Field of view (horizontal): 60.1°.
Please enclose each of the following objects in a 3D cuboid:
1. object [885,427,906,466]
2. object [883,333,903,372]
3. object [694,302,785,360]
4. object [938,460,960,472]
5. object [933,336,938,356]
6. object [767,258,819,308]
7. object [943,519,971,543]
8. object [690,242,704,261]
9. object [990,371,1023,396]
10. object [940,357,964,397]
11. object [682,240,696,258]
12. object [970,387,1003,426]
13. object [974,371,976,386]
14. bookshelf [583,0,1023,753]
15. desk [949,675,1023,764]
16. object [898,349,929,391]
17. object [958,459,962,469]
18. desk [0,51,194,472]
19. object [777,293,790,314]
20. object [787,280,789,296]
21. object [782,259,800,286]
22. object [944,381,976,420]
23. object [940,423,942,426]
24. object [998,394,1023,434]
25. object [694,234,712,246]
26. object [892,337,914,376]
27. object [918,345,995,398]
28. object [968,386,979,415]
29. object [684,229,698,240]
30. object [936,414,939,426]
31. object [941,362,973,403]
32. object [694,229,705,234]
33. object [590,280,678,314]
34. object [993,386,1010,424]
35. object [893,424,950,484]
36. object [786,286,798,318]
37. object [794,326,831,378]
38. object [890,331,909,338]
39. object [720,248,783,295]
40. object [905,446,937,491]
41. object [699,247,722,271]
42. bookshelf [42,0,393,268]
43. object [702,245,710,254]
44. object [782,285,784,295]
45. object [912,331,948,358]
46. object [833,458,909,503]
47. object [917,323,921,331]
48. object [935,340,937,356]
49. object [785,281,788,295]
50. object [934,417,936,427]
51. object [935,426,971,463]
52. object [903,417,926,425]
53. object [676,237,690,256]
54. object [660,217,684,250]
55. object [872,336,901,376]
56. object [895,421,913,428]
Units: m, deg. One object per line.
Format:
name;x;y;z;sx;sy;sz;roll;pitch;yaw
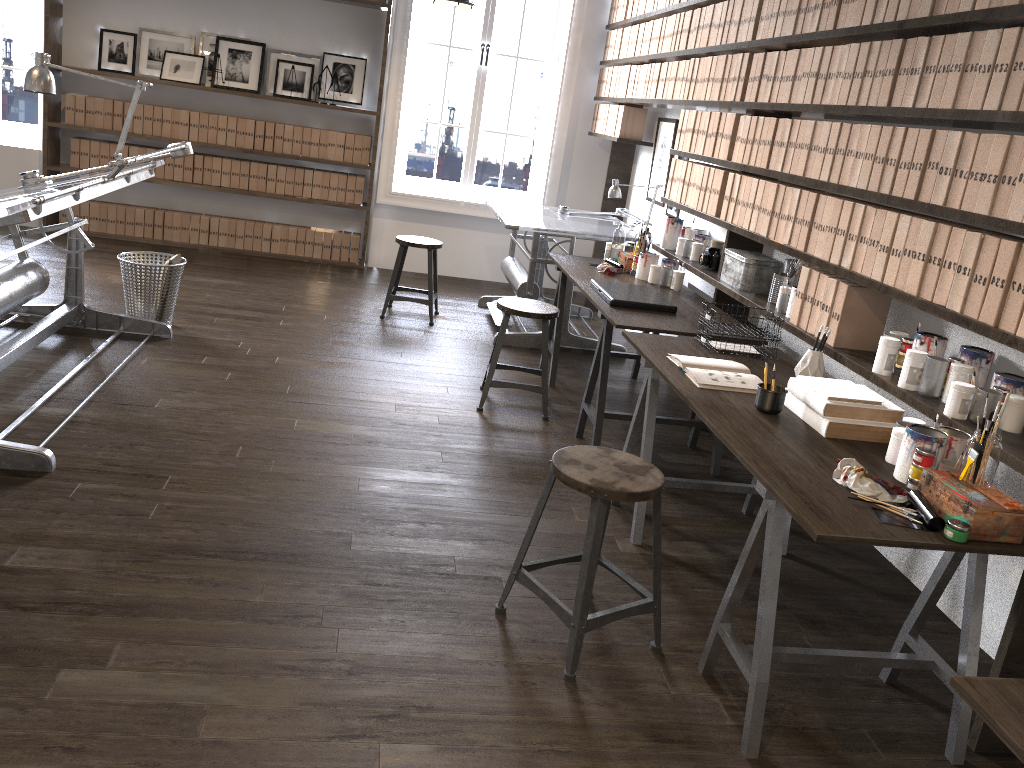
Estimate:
object;1.049;0.170;2.391;0.062;0.093;0.062;21;20;38
object;1.225;-0.101;2.874;0.063;0.116;0.063;18;18;30
object;0.875;-0.205;3.411;0.284;0.159;0.206;6;16;-9
object;1.086;0.242;2.202;0.059;0.087;0.061;7;15;-5
object;1.277;-0.062;2.689;0.030;0.166;0.004;12;15;12
object;1.170;-0.460;3.735;0.156;0.268;0.184;1;17;-25
object;0.986;0.325;1.962;0.049;0.037;0.050;7;16;-6
object;0.989;-0.707;4.738;0.062;0.093;0.062;2;17;-23
object;1.390;0.040;2.491;0.095;0.128;0.095;2;17;-22
object;1.305;-0.015;2.635;0.045;0.126;0.045;11;15;8
object;0.959;-0.729;4.794;0.063;0.092;0.063;2;17;-23
object;1.291;0.063;2.412;0.063;0.093;0.064;15;17;21
object;1.293;0.022;2.478;0.036;0.118;0.005;5;15;-13
bookshelf;1.327;-0.130;2.926;0.373;3.165;9.308;6;17;-10
desk;1.089;1.083;0.769;0.655;0.661;1.692;6;17;-10
object;1.211;-0.042;2.677;0.062;0.118;0.062;-4;20;-40
object;1.090;0.218;2.168;0.005;0.146;0.033;6;15;-10
desk;-2.055;-0.701;3.748;1.075;1.369;2.312;6;17;-10
object;1.177;-0.321;3.603;0.181;0.092;0.063;10;15;4
object;1.123;-0.362;3.616;0.008;0.123;0.042;3;16;-20
object;1.221;-0.452;3.895;0.079;0.186;0.080;0;17;-30
object;1.233;0.045;2.442;0.062;0.094;0.062;15;17;21
object;1.178;0.161;2.442;0.004;0.102;0.035;8;15;-3
object;1.356;0.080;2.389;0.062;0.094;0.062;15;17;21
object;1.045;-0.758;4.886;0.094;0.126;0.095;14;17;20
object;1.250;-0.082;2.825;0.044;0.126;0.045;6;15;-9
object;1.319;-0.033;2.645;0.205;0.160;0.095;6;15;-8
object;1.301;0.049;2.497;0.054;0.080;0.054;3;16;-19
object;0.996;-0.802;4.969;0.070;0.129;0.070;17;17;27
object;1.164;0.149;2.446;0.004;0.132;0.030;7;15;-5
object;1.295;0.002;2.575;0.062;0.118;0.062;-4;20;-40
object;1.048;-0.812;5.028;0.072;0.127;0.071;20;19;36
object;0.559;-0.411;4.131;0.312;0.033;0.452;6;17;-9
object;1.338;0.059;2.446;0.045;0.101;0.045;4;16;-18
object;1.053;0.186;2.279;0.104;0.140;0.106;8;16;-2
object;1.150;-0.317;3.525;0.094;0.126;0.096;8;16;-3
object;1.048;-0.097;3.071;0.102;0.206;0.102;19;18;34
object;1.266;-0.111;2.926;0.062;0.118;0.062;18;18;30
object;1.103;-0.524;4.108;0.192;0.150;0.321;6;17;-10
object;1.021;0.216;2.213;0.049;0.110;0.050;7;15;-6
object;1.006;-0.647;4.525;0.091;0.107;0.173;6;17;-10
bookshelf;-2.286;-2.205;6.963;2.471;3.677;0.418;6;15;-9
object;1.041;-0.710;4.808;0.054;0.079;0.055;13;16;17
object;1.103;-0.351;3.613;0.004;0.102;0.035;5;15;-14
object;1.292;-0.075;2.766;0.094;0.160;0.096;5;16;-13
object;0.872;0.237;2.179;0.132;0.050;0.199;-5;21;-37
object;1.303;-0.112;2.863;0.009;0.166;0.041;7;15;-6
object;1.284;-0.060;2.683;0.036;0.147;0.005;12;15;13
object;1.117;-0.356;3.621;0.004;0.125;0.028;6;15;-11
object;1.160;0.151;2.438;0.005;0.116;0.036;8;15;-4
object;1.151;0.187;2.344;0.094;0.126;0.096;5;16;-13
object;1.127;0.147;2.503;0.062;0.093;0.062;18;18;30
object;0.936;-0.752;4.858;0.062;0.093;0.062;2;17;-23
object;0.912;-0.859;5.051;0.107;0.174;0.108;7;15;-8
object;1.189;-0.088;2.814;0.062;0.118;0.062;21;19;38
object;1.085;0.157;2.451;0.063;0.092;0.063;18;18;30
